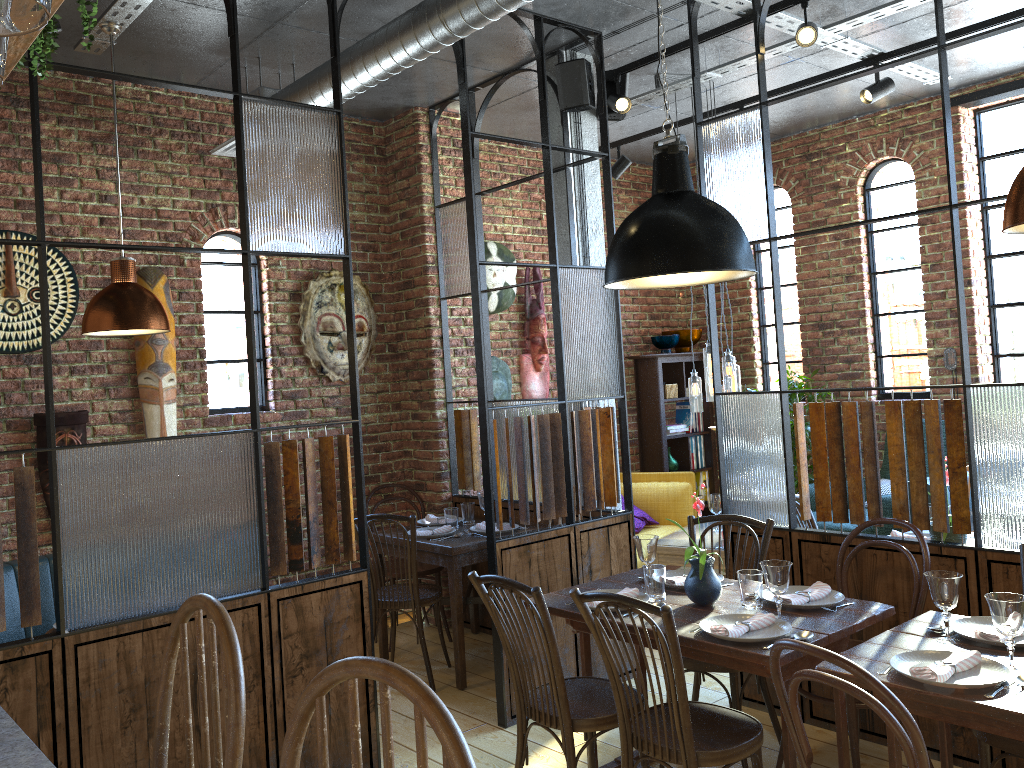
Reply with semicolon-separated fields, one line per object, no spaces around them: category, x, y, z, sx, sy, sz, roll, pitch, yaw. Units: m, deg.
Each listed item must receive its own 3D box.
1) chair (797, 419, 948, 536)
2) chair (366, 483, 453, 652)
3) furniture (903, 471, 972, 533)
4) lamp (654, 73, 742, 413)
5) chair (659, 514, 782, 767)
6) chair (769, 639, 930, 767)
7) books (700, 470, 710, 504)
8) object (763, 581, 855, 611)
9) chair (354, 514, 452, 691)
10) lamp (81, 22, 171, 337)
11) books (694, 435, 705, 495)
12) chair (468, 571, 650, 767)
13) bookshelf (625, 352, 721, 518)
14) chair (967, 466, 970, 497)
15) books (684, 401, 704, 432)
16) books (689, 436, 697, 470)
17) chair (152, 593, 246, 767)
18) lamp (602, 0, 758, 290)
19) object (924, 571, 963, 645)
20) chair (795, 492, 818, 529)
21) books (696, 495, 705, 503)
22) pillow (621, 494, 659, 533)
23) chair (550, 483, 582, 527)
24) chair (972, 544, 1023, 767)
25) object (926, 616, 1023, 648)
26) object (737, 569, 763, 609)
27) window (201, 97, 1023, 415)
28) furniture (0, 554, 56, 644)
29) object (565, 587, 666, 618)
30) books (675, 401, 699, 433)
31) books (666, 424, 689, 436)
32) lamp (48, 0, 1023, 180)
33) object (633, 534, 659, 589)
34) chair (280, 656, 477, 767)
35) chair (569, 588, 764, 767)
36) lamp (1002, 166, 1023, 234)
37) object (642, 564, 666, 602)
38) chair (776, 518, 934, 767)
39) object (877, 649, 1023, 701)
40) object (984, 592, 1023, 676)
chair;2.440;0.813;5.914;1.008;1.098;0.827;-3;-1;-16
chair;-0.655;1.099;5.439;0.426;0.921;0.564;-3;-1;-19
furniture;3.630;0.887;4.412;1.304;0.822;2.731;-4;0;-41
lamp;1.127;-0.823;5.448;0.492;2.121;0.295;-3;-1;-15
chair;0.824;1.021;3.539;0.423;0.915;0.498;-4;-1;34
chair;0.924;1.026;2.072;0.532;0.921;0.452;-3;-1;-23
books;1.571;0.868;7.436;0.081;0.273;0.198;-3;-1;-41
object;0.982;0.724;3.040;0.257;0.051;0.339;-4;1;-37
chair;-0.580;1.100;4.638;0.415;0.915;0.509;-4;-1;14
lamp;-1.698;-0.884;3.803;0.385;1.336;0.351;-5;-2;42
books;1.377;0.730;7.277;0.560;0.575;0.199;-3;-1;-42
chair;0.189;1.065;2.981;0.499;0.915;0.423;-3;-1;-36
bookshelf;1.374;0.583;7.278;0.779;1.669;0.331;-3;-2;-40
chair;2.251;0.891;4.008;0.553;1.006;0.436;-4;-1;21
books;1.535;0.273;7.449;0.076;0.258;0.186;-3;-1;-41
books;1.449;0.574;7.351;0.081;0.273;0.180;-3;-1;-41
chair;-0.659;0.996;1.521;0.394;1.196;0.454;-3;-1;-37
lamp;0.547;-1.025;3.127;0.509;1.327;0.549;-3;-1;-28
object;1.243;0.641;2.525;0.095;0.192;0.101;-3;-1;-20
chair;1.518;0.973;4.032;0.545;0.915;0.386;-5;-1;44
books;1.399;0.972;7.243;0.289;0.088;0.255;-4;0;-38
pillow;0.510;0.900;6.072;0.418;0.454;1.428;-4;0;37
chair;0.170;1.017;4.540;0.471;1.006;0.511;-4;-1;36
chair;1.627;0.978;2.611;0.499;0.915;0.423;-3;-1;-36
object;1.397;0.702;2.540;0.257;0.051;0.339;-4;1;-37
object;0.814;0.699;3.001;0.088;0.119;0.081;-4;-1;32
window;2.664;-0.659;5.429;8.768;2.431;3.343;-4;0;17
furniture;-1.872;1.238;3.776;1.378;0.822;1.559;-4;0;-41
object;0.364;0.762;3.129;0.257;0.051;0.339;-4;1;-37
books;1.454;0.279;7.394;0.118;0.258;0.170;-3;-1;-41
books;1.299;0.379;7.231;0.257;0.080;0.187;-4;0;-40
lamp;0.590;-1.545;2.032;5.980;0.274;7.556;-4;1;-41
object;0.518;0.680;3.370;0.096;0.192;0.100;-3;-1;-16
chair;-0.253;0.974;1.053;0.455;1.196;0.393;-5;-2;43
chair;0.510;1.047;2.681;0.497;0.915;0.424;-3;-1;-41
lamp;1.375;-1.064;2.171;0.381;1.336;0.356;-4;-1;22
object;0.515;0.717;3.175;0.088;0.119;0.081;-4;-1;32
chair;1.278;0.995;3.290;0.532;0.921;0.452;-3;-1;-23
object;1.129;0.721;2.242;0.257;0.051;0.339;-4;1;-37
object;1.275;0.641;2.258;0.100;0.192;0.097;-4;-1;7
